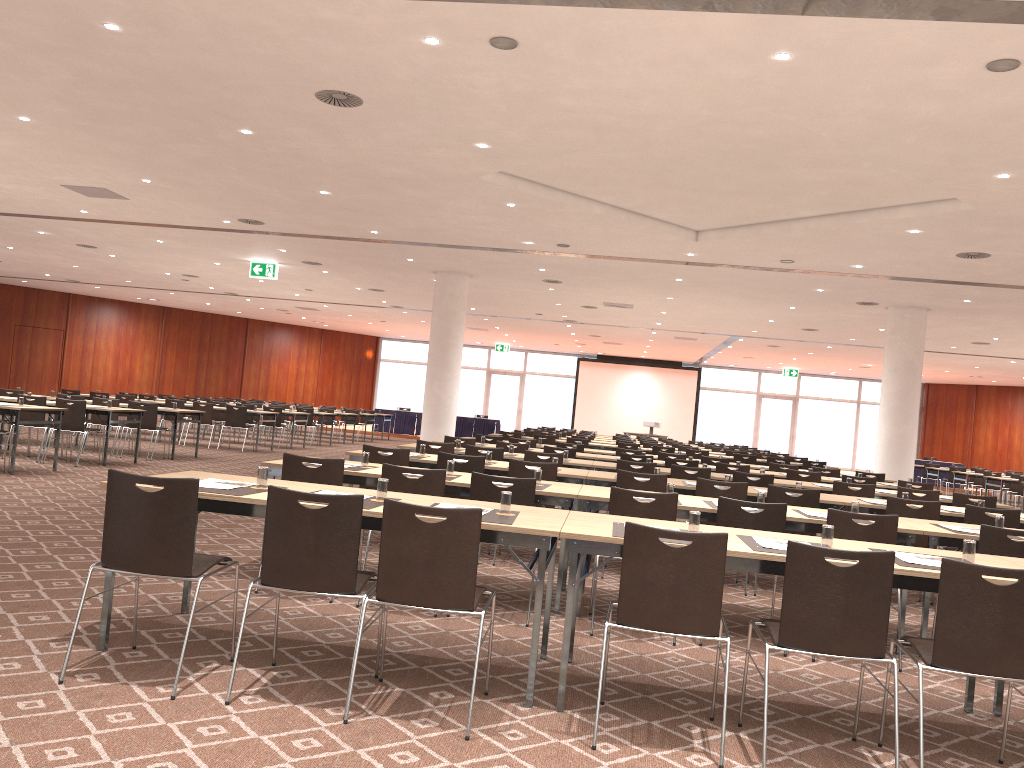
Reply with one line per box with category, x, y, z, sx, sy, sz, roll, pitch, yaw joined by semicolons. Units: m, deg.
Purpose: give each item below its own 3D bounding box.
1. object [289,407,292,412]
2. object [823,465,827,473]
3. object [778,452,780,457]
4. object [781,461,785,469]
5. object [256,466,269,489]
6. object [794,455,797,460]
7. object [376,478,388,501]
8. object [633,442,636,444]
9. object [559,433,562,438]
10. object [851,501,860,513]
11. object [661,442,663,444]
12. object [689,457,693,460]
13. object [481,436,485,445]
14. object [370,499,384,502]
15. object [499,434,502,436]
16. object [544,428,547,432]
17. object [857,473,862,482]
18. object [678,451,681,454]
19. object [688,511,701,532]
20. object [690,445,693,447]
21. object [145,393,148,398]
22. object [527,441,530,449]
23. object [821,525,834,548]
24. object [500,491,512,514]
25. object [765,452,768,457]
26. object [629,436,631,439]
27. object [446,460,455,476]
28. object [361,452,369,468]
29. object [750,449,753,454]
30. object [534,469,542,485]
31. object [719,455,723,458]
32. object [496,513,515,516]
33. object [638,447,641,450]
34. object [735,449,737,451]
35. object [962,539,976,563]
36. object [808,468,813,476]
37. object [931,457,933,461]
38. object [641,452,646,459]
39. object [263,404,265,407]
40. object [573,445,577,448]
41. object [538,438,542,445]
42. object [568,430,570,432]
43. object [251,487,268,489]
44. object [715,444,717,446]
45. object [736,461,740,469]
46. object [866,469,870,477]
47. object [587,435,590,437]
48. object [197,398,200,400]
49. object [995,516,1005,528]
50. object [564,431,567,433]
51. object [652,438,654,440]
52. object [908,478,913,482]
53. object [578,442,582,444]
object;-5.182;0.595;20.753;0.054;0.114;0.054;6;-1;-27
object;4.955;1.346;14.039;0.054;0.114;0.054;4;-2;40
object;6.444;1.695;21.398;0.054;0.114;0.054;6;-1;-27
object;4.305;1.287;14.107;0.054;0.114;0.054;5;-1;18
object;-1.322;0.494;4.697;0.054;0.114;0.054;6;-1;-27
object;6.214;1.617;19.415;0.054;0.114;0.054;6;-1;-27
object;-0.678;0.552;4.637;0.054;0.114;0.054;4;-2;40
object;2.463;1.223;17.837;0.054;0.114;0.054;6;-1;-27
object;1.094;1.158;20.016;0.054;0.114;0.054;6;-1;-27
object;2.429;0.888;6.282;0.054;0.114;0.054;5;-1;-5
object;3.340;1.359;19.751;0.054;0.114;0.054;6;-1;-27
object;2.478;1.066;12.310;0.054;0.114;0.054;4;-2;40
object;-0.415;0.806;12.659;0.054;0.114;0.054;4;-2;40
object;-0.689;0.609;4.631;0.102;0.001;0.102;6;-2;-27
object;-0.192;0.884;14.631;0.054;0.114;0.054;5;-1;-5
object;0.910;1.256;24.064;0.054;0.114;0.054;6;-1;-27
object;4.723;1.267;12.038;0.054;0.114;0.054;6;-1;-27
object;2.696;1.143;14.295;0.054;0.114;0.054;5;-1;-5
object;0.911;0.694;4.433;0.054;0.114;0.054;6;-1;-27
object;3.977;1.416;19.680;0.054;0.114;0.054;6;-1;-27
object;-8.727;0.277;21.180;0.054;0.114;0.054;4;-2;40
object;0.230;0.864;12.579;0.054;0.114;0.054;5;-1;18
object;1.551;0.752;4.360;0.054;0.114;0.054;6;-1;-27
object;-0.032;0.610;4.561;0.054;0.114;0.054;6;-1;-27
object;5.587;1.561;19.494;0.054;0.114;0.054;4;-2;40
object;3.151;1.458;23.804;0.054;0.114;0.054;4;-2;40
object;-0.461;0.629;6.624;0.054;0.114;0.054;5;-1;18
object;-1.108;0.571;6.685;0.054;0.114;0.054;5;-1;-5
object;5.802;1.638;21.485;0.054;0.114;0.054;4;-2;40
object;0.190;0.687;6.533;0.054;0.114;0.054;4;-2;40
object;3.345;1.201;14.215;0.054;0.114;0.054;5;-1;-5
object;-0.033;0.667;4.545;0.102;0.001;0.102;6;-2;-27
object;2.065;1.086;14.374;0.054;0.114;0.054;5;-1;-5
object;4.936;1.502;19.560;0.054;0.114;0.054;4;-2;40
object;2.205;0.810;4.280;0.054;0.114;0.054;6;-1;-27
object;4.077;1.209;12.120;0.054;0.114;0.054;6;-1;-27
object;14.179;2.531;29.910;0.054;0.114;0.054;5;-1;18
object;1.839;1.009;12.390;0.054;0.114;0.054;4;-2;40
object;-5.826;0.537;20.844;0.054;0.114;0.054;6;-1;-27
object;0.878;0.922;12.491;0.054;0.114;0.054;5;-1;18
object;0.463;0.943;14.559;0.054;0.114;0.054;5;-1;18
object;1.552;1.314;23.987;0.054;0.114;0.054;4;-2;40
object;-1.331;0.551;4.694;0.102;0.001;0.102;6;-2;-27
object;5.402;1.660;23.539;0.054;0.114;0.054;4;-2;40
object;3.119;1.123;12.231;0.054;0.114;0.054;4;-2;40
object;5.602;1.404;13.958;0.054;0.114;0.054;5;-1;-5
object;1.723;1.214;19.951;0.054;0.114;0.054;6;-1;-27
object;-7.432;0.393;21.028;0.054;0.114;0.054;4;-2;40
object;3.391;0.975;6.166;0.054;0.114;0.054;4;-2;40
object;1.324;1.236;22.016;0.054;0.114;0.054;4;-2;40
object;3.781;1.514;23.733;0.054;0.114;0.054;4;-2;40
object;5.371;1.325;11.962;0.054;0.114;0.054;4;-2;40
object;1.111;1.001;14.491;0.054;0.114;0.054;4;-2;40
